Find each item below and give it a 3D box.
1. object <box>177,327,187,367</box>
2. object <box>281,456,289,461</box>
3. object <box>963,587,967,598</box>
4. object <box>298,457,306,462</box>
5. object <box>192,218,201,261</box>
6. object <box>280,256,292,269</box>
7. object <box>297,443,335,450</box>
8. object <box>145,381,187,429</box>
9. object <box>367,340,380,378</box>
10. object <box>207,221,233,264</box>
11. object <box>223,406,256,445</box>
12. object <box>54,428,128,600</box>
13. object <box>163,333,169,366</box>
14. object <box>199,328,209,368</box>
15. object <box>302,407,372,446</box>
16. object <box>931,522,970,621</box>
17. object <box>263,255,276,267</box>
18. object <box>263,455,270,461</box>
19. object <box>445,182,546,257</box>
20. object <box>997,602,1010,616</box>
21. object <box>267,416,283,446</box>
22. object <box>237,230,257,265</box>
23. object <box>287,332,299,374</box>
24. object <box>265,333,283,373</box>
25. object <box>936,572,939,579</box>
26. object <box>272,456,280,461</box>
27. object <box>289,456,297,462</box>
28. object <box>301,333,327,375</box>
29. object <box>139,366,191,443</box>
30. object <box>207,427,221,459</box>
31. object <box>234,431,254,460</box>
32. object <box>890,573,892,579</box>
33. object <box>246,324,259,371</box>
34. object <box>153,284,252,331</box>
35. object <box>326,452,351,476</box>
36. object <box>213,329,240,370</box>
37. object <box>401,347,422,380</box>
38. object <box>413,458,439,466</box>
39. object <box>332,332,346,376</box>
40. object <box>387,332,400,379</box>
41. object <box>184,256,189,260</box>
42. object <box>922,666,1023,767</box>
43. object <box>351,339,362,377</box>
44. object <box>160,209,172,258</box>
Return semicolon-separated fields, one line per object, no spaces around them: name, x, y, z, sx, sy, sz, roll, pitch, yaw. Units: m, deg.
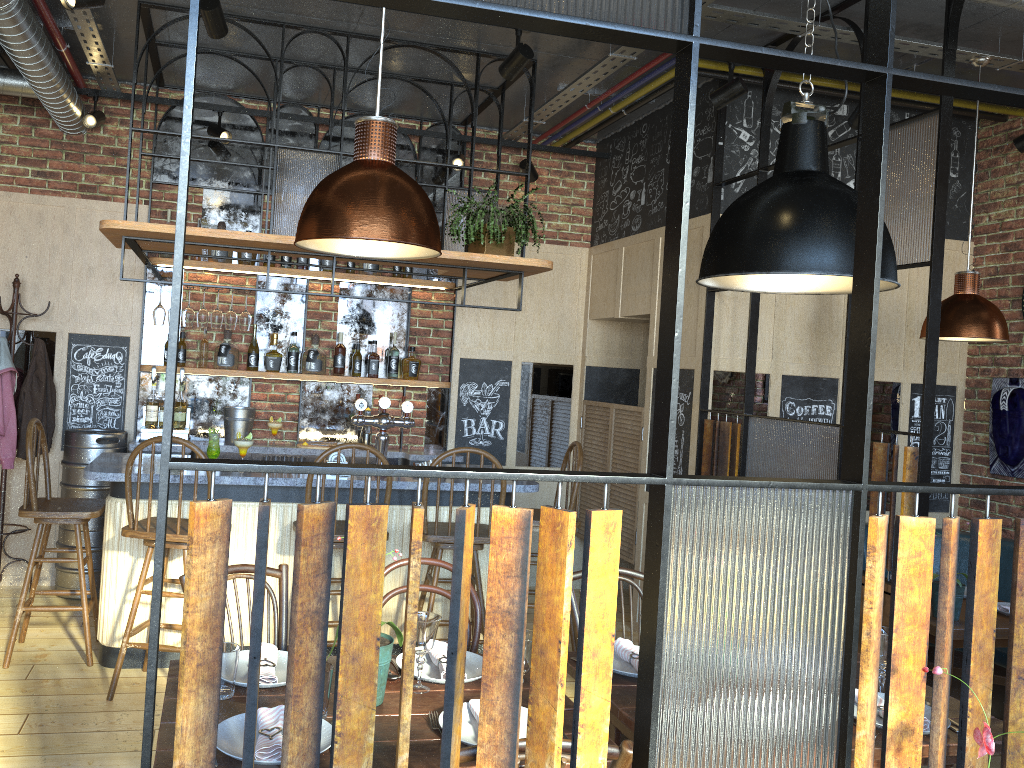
object;-2.179;-0.243;5.819;0.063;0.263;0.069;4;0;-29
object;-1.240;0.423;4.801;0.040;0.059;0.043;3;0;-27
object;2.169;1.015;4.394;0.338;0.051;0.258;4;1;28
object;-1.149;0.428;4.814;0.041;0.059;0.042;3;0;-6
object;-2.087;-0.957;5.859;0.058;0.288;0.054;3;0;23
object;-1.535;-0.924;6.017;0.074;0.284;0.077;4;0;-15
object;-1.302;0.423;5.982;0.313;0.019;0.239;3;1;-7
object;-2.254;0.137;5.756;0.253;0.303;0.087;3;0;-14
object;-0.960;-0.172;6.115;0.076;0.263;0.080;4;0;-15
object;-1.948;-0.947;5.891;0.168;0.283;0.123;3;0;-2
object;-1.818;0.278;5.858;0.227;0.246;0.207;4;0;35
object;-2.667;0.811;5.591;0.410;1.035;0.387;3;0;19
object;-2.252;-0.247;5.801;0.066;0.263;0.065;3;0;6
object;-2.040;-0.247;5.844;0.058;0.288;0.054;3;0;23
object;-1.183;0.295;6.032;0.480;0.288;0.090;3;0;-13
object;1.919;0.819;3.878;0.192;0.426;0.154;4;0;-38
object;-1.641;-0.947;5.983;0.077;0.318;0.084;4;0;-36
object;-1.328;0.418;4.762;0.040;0.059;0.043;3;0;-27
object;-0.043;-0.859;4.731;0.475;0.369;0.635;3;1;-39
object;2.331;1.030;4.038;0.264;0.051;0.331;3;1;-13
object;-1.603;0.315;5.951;0.108;0.197;0.103;3;0;12
object;-1.779;-0.913;5.929;0.141;0.235;0.090;3;0;-10
object;-1.488;-0.214;6.003;0.074;0.284;0.077;4;0;-15
object;-1.606;-0.211;5.948;0.114;0.265;0.119;3;0;-15
object;2.089;0.978;4.250;0.088;0.119;0.080;4;0;43
object;-1.280;0.421;4.773;0.040;0.059;0.043;3;0;-27
object;-1.194;0.426;4.803;0.040;0.059;0.043;3;0;-27
object;-1.348;-0.205;6.015;0.168;0.283;0.123;3;0;-2
object;-2.249;0.131;5.742;0.303;0.492;0.209;3;0;-15
object;-1.543;0.329;4.557;0.066;0.211;0.072;4;0;-33
object;-1.396;0.344;4.575;0.108;0.197;0.103;3;0;12
object;1.829;0.963;4.162;0.088;0.119;0.080;4;0;43
object;-1.739;-0.246;5.933;0.077;0.318;0.084;4;0;-36
object;-1.599;-0.393;4.565;0.486;0.208;0.067;3;0;-14
object;-1.206;0.405;4.584;0.750;0.106;0.205;3;1;-14
object;-1.901;-0.237;5.876;0.168;0.283;0.123;3;0;-2
object;-0.704;-0.144;6.166;0.138;0.235;0.093;3;0;-30
object;-0.451;0.454;4.859;0.169;0.091;0.095;3;1;-41
object;-1.187;-0.206;6.074;0.086;0.303;0.085;3;0;3
object;-0.827;-0.199;6.168;0.076;0.329;0.075;3;0;8
object;-2.185;-0.970;5.855;0.085;0.303;0.087;3;0;-6
object;0.729;0.660;1.323;0.214;0.426;0.135;3;0;18
object;-1.069;-0.179;6.091;0.063;0.263;0.069;4;0;-35
object;-2.272;-0.989;5.816;0.076;0.329;0.075;3;0;8
